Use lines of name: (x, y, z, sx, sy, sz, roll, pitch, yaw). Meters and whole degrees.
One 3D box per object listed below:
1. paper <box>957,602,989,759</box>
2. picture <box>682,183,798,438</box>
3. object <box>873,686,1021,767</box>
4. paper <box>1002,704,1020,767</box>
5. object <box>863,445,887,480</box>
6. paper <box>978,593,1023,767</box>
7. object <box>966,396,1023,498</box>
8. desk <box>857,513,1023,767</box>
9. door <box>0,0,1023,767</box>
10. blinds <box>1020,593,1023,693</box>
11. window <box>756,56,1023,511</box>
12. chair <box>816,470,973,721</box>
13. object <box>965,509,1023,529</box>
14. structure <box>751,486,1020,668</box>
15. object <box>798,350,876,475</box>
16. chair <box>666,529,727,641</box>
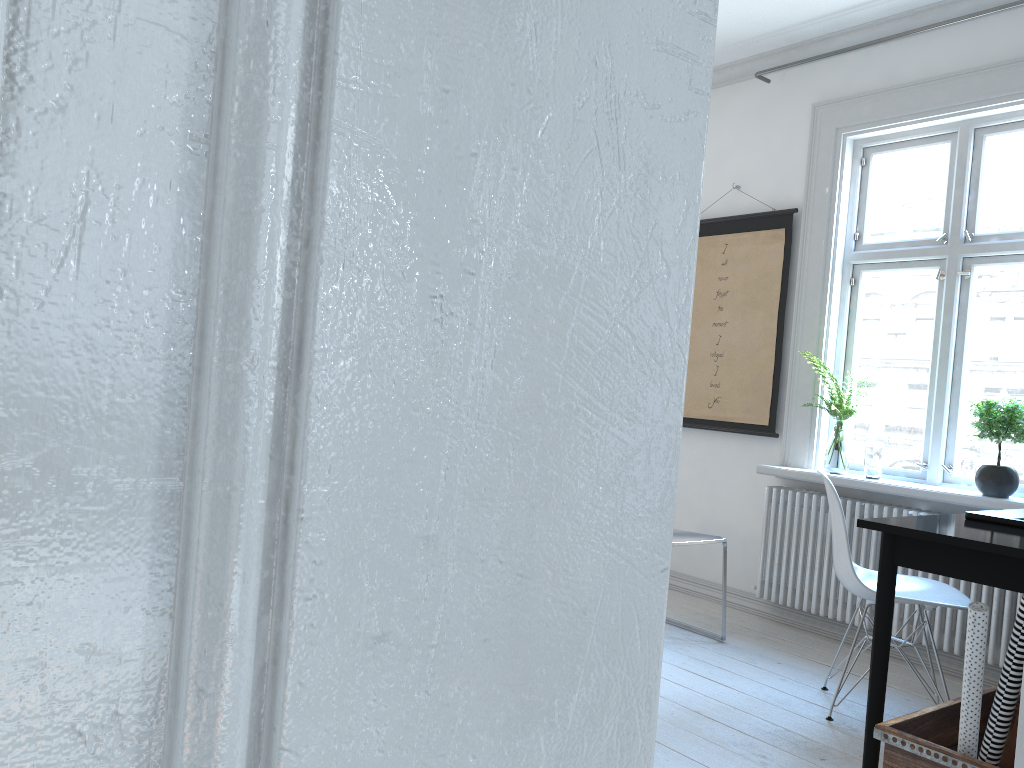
paper: (1.052, 0.795, 2.040, 0.041, 0.627, 0.283, 5, 1, 30)
picture: (1.129, -0.406, 4.687, 0.057, 1.313, 0.792, 4, 1, -38)
object: (1.239, 1.003, 2.242, 0.665, 0.282, 0.339, 5, 0, -38)
paper: (1.116, 0.740, 1.922, 0.048, 0.747, 0.297, 5, 1, 7)
object: (1.619, 0.352, 3.966, 0.097, 0.146, 0.097, 4, 1, -33)
paper: (1.090, 0.781, 1.994, 0.043, 0.669, 0.266, 5, 1, 7)
object: (1.960, 0.249, 3.543, 0.271, 0.407, 0.309, 5, 1, 12)
desk: (1.538, 0.790, 2.459, 1.160, 0.759, 0.650, 5, 0, -38)
door: (0.445, -0.178, 0.806, 2.600, 2.506, 0.577, 4, 1, -38)
blinds: (2.153, -0.108, 2.948, 0.225, 2.648, 0.830, 4, 1, -38)
window: (5.878, -1.822, 20.006, 26.562, 15.025, 25.621, 5, 0, -38)
chair: (1.318, 0.739, 3.096, 0.554, 0.824, 0.474, 5, 1, 17)
object: (1.585, 0.257, 2.562, 0.446, 0.315, 0.325, 5, 0, -38)
structure: (1.714, 0.807, 3.807, 0.195, 0.547, 1.504, 4, 0, -38)
object: (1.519, 0.134, 4.104, 0.414, 0.565, 0.305, 5, 1, -4)
chair: (0.594, 0.694, 3.860, 0.562, 0.798, 0.524, 4, 1, -38)
